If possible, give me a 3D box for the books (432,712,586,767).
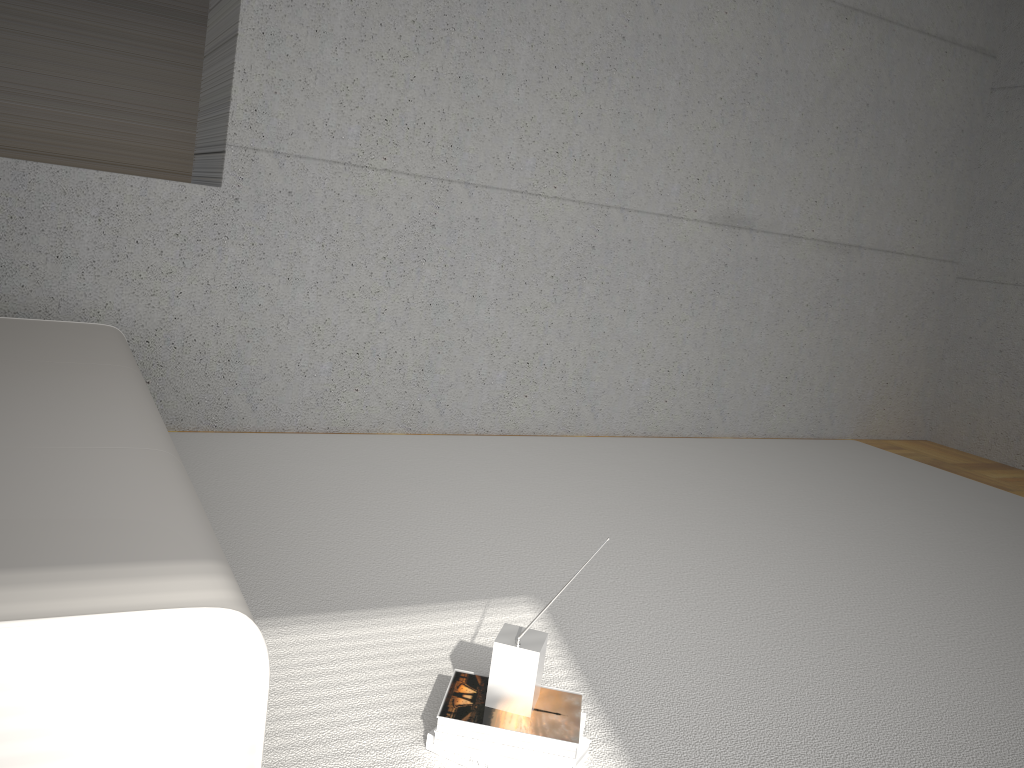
[{"bbox_3d":[0.000,0.668,1.711,0.265,0.032,0.190,10,10,11],"label":"books"}]

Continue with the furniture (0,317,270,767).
[{"bbox_3d":[-1.508,0.259,1.633,1.608,0.518,2.195,3,11,-28],"label":"furniture"}]

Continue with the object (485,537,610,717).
[{"bbox_3d":[0.072,0.447,1.697,0.186,0.363,0.090,9,6,12],"label":"object"}]

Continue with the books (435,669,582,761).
[{"bbox_3d":[0.000,0.635,1.713,0.265,0.032,0.191,9,10,6],"label":"books"}]

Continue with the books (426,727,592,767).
[{"bbox_3d":[-0.004,0.699,1.714,0.266,0.032,0.190,12,11,25],"label":"books"}]
